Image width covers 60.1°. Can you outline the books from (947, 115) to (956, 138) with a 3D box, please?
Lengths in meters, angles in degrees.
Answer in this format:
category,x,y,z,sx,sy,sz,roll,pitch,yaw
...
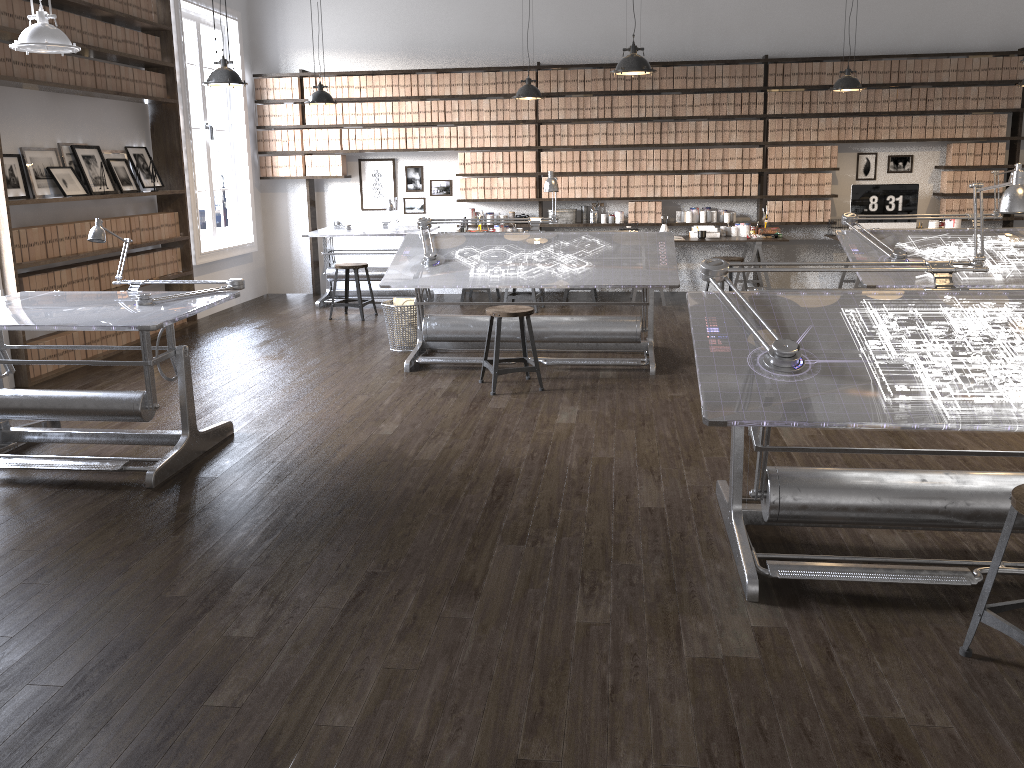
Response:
category,x,y,z,sx,sy,sz,roll,pitch,yaw
books,4.416,-2.597,8.948,0.067,0.223,0.176,0,12,7

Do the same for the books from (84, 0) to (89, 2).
category,x,y,z,sx,sy,sz,roll,pitch,yaw
books,-3.344,-3.013,6.769,0.174,0.223,0.067,1,12,7

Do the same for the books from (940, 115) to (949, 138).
category,x,y,z,sx,sy,sz,roll,pitch,yaw
books,4.347,-2.598,8.958,0.067,0.223,0.176,0,12,7

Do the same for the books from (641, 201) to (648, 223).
category,x,y,z,sx,sy,sz,roll,pitch,yaw
books,1.420,-1.839,9.472,0.067,0.223,0.176,0,12,7

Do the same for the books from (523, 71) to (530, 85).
category,x,y,z,sx,sy,sz,roll,pitch,yaw
books,0.155,-3.182,9.358,0.067,0.223,0.176,0,12,7

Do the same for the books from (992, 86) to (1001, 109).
category,x,y,z,sx,sy,sz,roll,pitch,yaw
books,4.807,-2.853,8.850,0.067,0.223,0.176,0,12,7

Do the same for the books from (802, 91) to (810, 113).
category,x,y,z,sx,sy,sz,roll,pitch,yaw
books,2.997,-2.875,9.064,0.067,0.223,0.176,0,12,7

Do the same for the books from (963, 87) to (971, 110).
category,x,y,z,sx,sy,sz,roll,pitch,yaw
books,4.534,-2.856,8.881,0.067,0.223,0.176,0,12,7

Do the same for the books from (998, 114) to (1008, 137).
category,x,y,z,sx,sy,sz,roll,pitch,yaw
books,4.893,-2.590,8.886,0.067,0.223,0.176,0,12,7

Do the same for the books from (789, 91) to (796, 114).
category,x,y,z,sx,sy,sz,roll,pitch,yaw
books,2.859,-2.878,9.084,0.067,0.223,0.176,0,12,7

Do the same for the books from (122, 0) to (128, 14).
category,x,y,z,sx,sy,sz,roll,pitch,yaw
books,-3.279,-3.150,7.317,0.174,0.223,0.067,1,12,7

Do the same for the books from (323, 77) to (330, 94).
category,x,y,z,sx,sy,sz,roll,pitch,yaw
books,-1.988,-3.210,9.617,0.067,0.223,0.176,0,12,7

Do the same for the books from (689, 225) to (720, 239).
category,x,y,z,sx,sy,sz,roll,pitch,yaw
books,1.985,-1.579,9.119,0.294,0.146,0.389,1,14,7

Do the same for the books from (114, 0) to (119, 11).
category,x,y,z,sx,sy,sz,roll,pitch,yaw
books,-3.293,-3.116,7.180,0.174,0.223,0.067,1,12,7

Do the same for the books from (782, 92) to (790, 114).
category,x,y,z,sx,sy,sz,roll,pitch,yaw
books,2.796,-2.877,9.087,0.067,0.223,0.176,0,12,7

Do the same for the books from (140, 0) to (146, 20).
category,x,y,z,sx,sy,sz,roll,pitch,yaw
books,-3.241,-3.216,7.581,0.174,0.223,0.067,1,12,7

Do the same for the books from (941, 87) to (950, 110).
category,x,y,z,sx,sy,sz,roll,pitch,yaw
books,4.330,-2.859,8.907,0.067,0.223,0.176,0,12,7

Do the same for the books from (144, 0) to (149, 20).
category,x,y,z,sx,sy,sz,roll,pitch,yaw
books,-3.239,-3.232,7.648,0.174,0.223,0.067,1,12,7

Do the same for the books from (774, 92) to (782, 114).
category,x,y,z,sx,sy,sz,roll,pitch,yaw
books,2.724,-2.878,9.096,0.067,0.223,0.176,0,12,7

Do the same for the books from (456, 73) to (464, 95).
category,x,y,z,sx,sy,sz,roll,pitch,yaw
books,-0.544,-3.191,9.443,0.067,0.223,0.176,0,12,7

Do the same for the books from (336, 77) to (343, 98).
category,x,y,z,sx,sy,sz,roll,pitch,yaw
books,-1.846,-3.209,9.604,0.067,0.223,0.176,0,12,7

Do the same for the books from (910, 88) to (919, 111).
category,x,y,z,sx,sy,sz,roll,pitch,yaw
books,4.041,-2.863,8.942,0.067,0.223,0.176,0,12,7

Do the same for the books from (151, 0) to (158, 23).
category,x,y,z,sx,sy,sz,roll,pitch,yaw
books,-3.218,-3.267,7.785,0.174,0.223,0.067,1,12,7

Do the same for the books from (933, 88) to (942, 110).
category,x,y,z,sx,sy,sz,roll,pitch,yaw
books,4.259,-2.859,8.911,0.067,0.223,0.176,0,12,7

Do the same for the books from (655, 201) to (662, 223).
category,x,y,z,sx,sy,sz,roll,pitch,yaw
books,1.561,-1.837,9.456,0.067,0.223,0.176,0,12,7

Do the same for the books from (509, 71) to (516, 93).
category,x,y,z,sx,sy,sz,roll,pitch,yaw
books,0.017,-3.184,9.377,0.067,0.223,0.176,0,12,7

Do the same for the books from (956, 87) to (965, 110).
category,x,y,z,sx,sy,sz,roll,pitch,yaw
books,4.467,-2.856,8.884,0.067,0.223,0.176,0,12,7

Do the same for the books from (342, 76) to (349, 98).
category,x,y,z,sx,sy,sz,roll,pitch,yaw
books,-1.780,-3.206,9.590,0.067,0.223,0.176,0,12,7

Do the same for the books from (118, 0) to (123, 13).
category,x,y,z,sx,sy,sz,roll,pitch,yaw
books,-3.289,-3.133,7.249,0.174,0.223,0.067,1,12,7

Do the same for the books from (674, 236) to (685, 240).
category,x,y,z,sx,sy,sz,roll,pitch,yaw
books,1.571,-1.487,9.004,0.354,0.029,0.259,1,14,7

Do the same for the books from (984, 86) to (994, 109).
category,x,y,z,sx,sy,sz,roll,pitch,yaw
books,4.738,-2.853,8.856,0.067,0.223,0.176,0,12,7

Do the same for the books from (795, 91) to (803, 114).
category,x,y,z,sx,sy,sz,roll,pitch,yaw
books,2.924,-2.877,9.078,0.067,0.223,0.176,0,12,7

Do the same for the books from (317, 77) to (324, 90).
category,x,y,z,sx,sy,sz,roll,pitch,yaw
books,-2.058,-3.212,9.631,0.067,0.223,0.176,0,12,7

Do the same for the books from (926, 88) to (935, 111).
category,x,y,z,sx,sy,sz,roll,pitch,yaw
books,4.189,-2.861,8.924,0.067,0.223,0.176,0,12,7

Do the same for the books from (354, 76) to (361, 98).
category,x,y,z,sx,sy,sz,roll,pitch,yaw
books,-1.651,-3.205,9.578,0.067,0.223,0.176,0,12,7

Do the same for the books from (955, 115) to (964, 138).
category,x,y,z,sx,sy,sz,roll,pitch,yaw
books,4.485,-2.595,8.935,0.067,0.223,0.176,0,12,7

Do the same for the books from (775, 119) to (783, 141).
category,x,y,z,sx,sy,sz,roll,pitch,yaw
books,2.741,-2.617,9.146,0.067,0.223,0.176,0,12,7

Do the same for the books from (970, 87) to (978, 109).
category,x,y,z,sx,sy,sz,roll,pitch,yaw
books,4.596,-2.855,8.872,0.067,0.223,0.176,0,12,7

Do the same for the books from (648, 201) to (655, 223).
category,x,y,z,sx,sy,sz,roll,pitch,yaw
books,1.490,-1.837,9.460,0.067,0.223,0.176,0,12,7

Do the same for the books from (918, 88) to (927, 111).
category,x,y,z,sx,sy,sz,roll,pitch,yaw
books,4.114,-2.861,8.928,0.067,0.223,0.176,0,12,7

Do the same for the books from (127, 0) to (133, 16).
category,x,y,z,sx,sy,sz,roll,pitch,yaw
books,-3.266,-3.167,7.385,0.174,0.223,0.067,1,12,7

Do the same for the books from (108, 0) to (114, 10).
category,x,y,z,sx,sy,sz,roll,pitch,yaw
books,-3.299,-3.098,7.109,0.174,0.223,0.067,1,12,7

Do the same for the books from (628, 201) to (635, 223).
category,x,y,z,sx,sy,sz,roll,pitch,yaw
books,1.282,-1.839,9.483,0.067,0.223,0.176,0,12,7

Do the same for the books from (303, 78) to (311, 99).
category,x,y,z,sx,sy,sz,roll,pitch,yaw
books,-2.206,-3.213,9.649,0.067,0.223,0.176,0,12,7

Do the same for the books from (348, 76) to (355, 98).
category,x,y,z,sx,sy,sz,roll,pitch,yaw
books,-1.713,-3.207,9.587,0.067,0.223,0.176,0,12,7

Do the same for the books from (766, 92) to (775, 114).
category,x,y,z,sx,sy,sz,roll,pitch,yaw
books,2.652,-2.880,9.108,0.067,0.223,0.176,0,12,7

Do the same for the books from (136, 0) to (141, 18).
category,x,y,z,sx,sy,sz,roll,pitch,yaw
books,-3.254,-3.200,7.517,0.174,0.223,0.067,1,12,7

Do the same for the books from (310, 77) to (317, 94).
category,x,y,z,sx,sy,sz,roll,pitch,yaw
books,-2.133,-3.211,9.634,0.067,0.223,0.176,0,12,7

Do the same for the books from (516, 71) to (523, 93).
category,x,y,z,sx,sy,sz,roll,pitch,yaw
books,0.086,-3.184,9.370,0.067,0.223,0.176,0,12,7

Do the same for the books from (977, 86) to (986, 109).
category,x,y,z,sx,sy,sz,roll,pitch,yaw
books,4.667,-2.853,8.861,0.067,0.223,0.176,0,12,7

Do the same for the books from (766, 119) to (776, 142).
category,x,y,z,sx,sy,sz,roll,pitch,yaw
books,2.679,-2.619,9.158,0.067,0.223,0.176,0,12,7

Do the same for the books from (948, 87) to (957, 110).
category,x,y,z,sx,sy,sz,roll,pitch,yaw
books,4.400,-2.858,8.898,0.067,0.223,0.176,0,12,7

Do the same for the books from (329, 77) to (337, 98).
category,x,y,z,sx,sy,sz,roll,pitch,yaw
books,-1.917,-3.210,9.613,0.067,0.223,0.176,0,12,7

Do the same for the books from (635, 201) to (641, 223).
category,x,y,z,sx,sy,sz,roll,pitch,yaw
books,1.350,-1.840,9.481,0.067,0.223,0.176,0,12,7

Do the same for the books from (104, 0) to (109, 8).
category,x,y,z,sx,sy,sz,roll,pitch,yaw
books,-3.307,-3.080,7.039,0.174,0.223,0.067,1,12,7
